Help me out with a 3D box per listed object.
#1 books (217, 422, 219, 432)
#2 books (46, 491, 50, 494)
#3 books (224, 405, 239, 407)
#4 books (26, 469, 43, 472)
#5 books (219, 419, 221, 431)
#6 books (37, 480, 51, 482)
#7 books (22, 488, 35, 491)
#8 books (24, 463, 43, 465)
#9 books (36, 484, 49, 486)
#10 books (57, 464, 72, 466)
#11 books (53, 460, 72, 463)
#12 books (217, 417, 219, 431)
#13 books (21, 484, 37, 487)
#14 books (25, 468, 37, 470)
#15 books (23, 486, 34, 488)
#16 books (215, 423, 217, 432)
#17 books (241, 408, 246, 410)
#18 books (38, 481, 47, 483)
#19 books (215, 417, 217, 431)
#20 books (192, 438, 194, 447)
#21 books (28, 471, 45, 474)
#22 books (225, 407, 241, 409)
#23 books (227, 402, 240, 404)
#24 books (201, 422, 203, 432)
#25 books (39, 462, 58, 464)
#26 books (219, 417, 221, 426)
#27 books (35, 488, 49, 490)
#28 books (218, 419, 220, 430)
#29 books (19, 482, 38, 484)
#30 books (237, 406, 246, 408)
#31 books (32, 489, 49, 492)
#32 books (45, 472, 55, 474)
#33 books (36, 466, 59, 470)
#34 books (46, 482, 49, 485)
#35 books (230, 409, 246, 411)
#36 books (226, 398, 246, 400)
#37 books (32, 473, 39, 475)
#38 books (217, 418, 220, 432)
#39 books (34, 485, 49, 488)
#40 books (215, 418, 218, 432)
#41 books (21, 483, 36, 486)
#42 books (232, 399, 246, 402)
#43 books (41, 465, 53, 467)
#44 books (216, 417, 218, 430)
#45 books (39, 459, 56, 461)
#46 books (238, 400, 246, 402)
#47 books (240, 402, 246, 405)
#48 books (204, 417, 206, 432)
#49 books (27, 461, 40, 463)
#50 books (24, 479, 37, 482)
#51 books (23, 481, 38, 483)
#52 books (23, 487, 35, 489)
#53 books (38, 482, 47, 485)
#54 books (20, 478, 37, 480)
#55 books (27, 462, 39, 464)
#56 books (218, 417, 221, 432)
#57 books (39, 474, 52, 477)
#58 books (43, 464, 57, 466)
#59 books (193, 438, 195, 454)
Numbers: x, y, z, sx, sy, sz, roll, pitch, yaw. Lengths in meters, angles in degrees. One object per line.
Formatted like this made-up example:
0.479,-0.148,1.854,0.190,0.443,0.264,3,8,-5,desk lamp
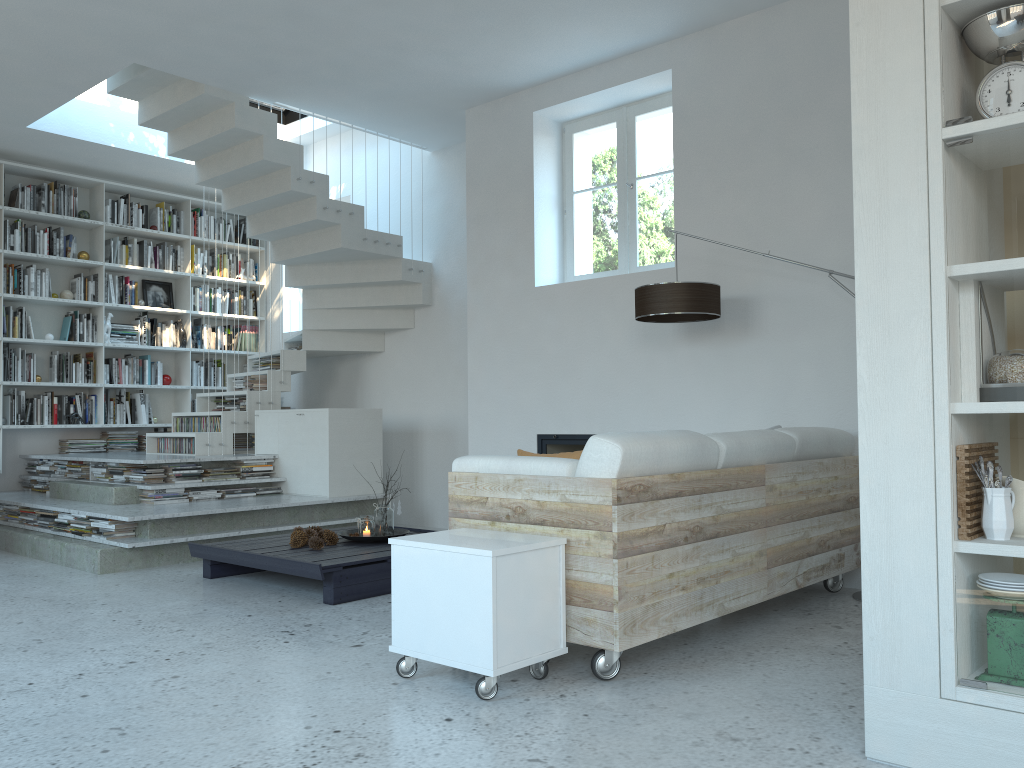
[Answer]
-2.384,0.338,7.349,0.034,0.123,0.125,-2,-3,42,books
-3.693,0.894,7.307,0.202,0.028,0.189,-2,-3,37,books
-2.419,0.198,7.902,0.225,0.013,0.184,-3,-3,39,books
-4.104,0.752,7.735,0.265,0.017,0.175,-3,-3,45,books
-2.355,0.336,7.324,0.034,0.123,0.125,-2,-3,42,books
-3.910,0.818,7.533,0.228,0.014,0.149,-3,-3,40,books
-4.145,0.916,7.733,0.187,0.019,0.163,-3,-3,41,books
-4.106,0.696,7.735,0.253,0.015,0.171,-2,-3,37,books
-3.912,0.856,7.530,0.228,0.009,0.159,-3,-3,43,books
-3.650,0.666,7.352,0.179,0.010,0.160,-3,-3,42,books
-3.659,0.641,7.344,0.243,0.015,0.165,-2,-3,37,books
-2.378,0.338,7.345,0.034,0.123,0.125,-2,-3,42,books
-4.147,0.882,7.733,0.215,0.012,0.170,-3,-3,42,books
-4.101,0.737,7.739,0.261,0.012,0.179,-3,-3,42,books
-4.139,0.895,7.741,0.292,0.014,0.147,-3,-3,42,books
-2.415,0.338,7.378,0.011,0.125,0.125,-2,-3,42,books
-2.255,0.218,7.662,0.136,0.017,0.288,1,-3,-25,books
-3.911,0.829,7.531,0.144,0.009,0.249,2,-3,-44,books
-2.402,0.339,7.366,0.034,0.123,0.125,-2,-3,42,books
-2.578,0.511,7.320,0.010,0.125,0.125,-2,-3,42,books
-4.098,0.769,7.741,0.232,0.017,0.163,-3,-3,44,books
-2.418,0.212,7.902,0.207,0.016,0.175,-2,-3,36,books
-2.420,0.171,7.902,0.155,0.012,0.189,-3,-3,45,books
-2.571,0.345,7.515,0.016,0.125,0.125,-2,-3,42,books
-3.880,0.669,7.552,0.290,0.018,0.163,-3,-3,41,books
-2.349,0.336,7.319,0.036,0.123,0.125,-2,-3,42,books
-3.912,0.884,7.528,0.268,0.014,0.160,-3,-3,41,books
-2.367,0.337,7.334,0.036,0.123,0.125,-2,-3,42,books
-4.153,0.855,7.727,0.262,0.006,0.184,-3,-3,43,books
-2.273,0.200,7.653,0.172,0.019,0.240,0,-3,-23,books
-3.924,0.895,7.515,0.261,0.009,0.187,-3,-3,45,books
-3.870,0.755,7.560,0.240,0.021,0.131,-3,-3,44,books
-3.891,0.711,7.538,0.237,0.030,0.189,-3,-3,39,books
-3.690,0.819,7.313,0.250,0.017,0.181,-3,-3,39,books
-2.407,0.235,7.914,0.137,0.013,0.199,2,-3,-42,books
-2.420,0.133,7.904,0.194,0.014,0.177,-2,-3,36,books
-4.088,0.785,7.751,0.181,0.014,0.134,-3,-3,39,books
-2.372,0.337,7.339,0.035,0.123,0.125,-2,-3,42,books
-3.920,0.868,7.519,0.182,0.017,0.180,-3,-3,39,books
-2.396,0.339,7.360,0.035,0.123,0.125,-2,-3,42,books
-4.145,0.870,7.736,0.278,0.012,0.159,-3,-3,41,books
-2.403,0.149,7.922,0.133,0.017,0.178,2,-3,-44,books
-3.884,0.693,7.547,0.206,0.007,0.171,-3,-3,44,books
-2.390,0.338,7.355,0.036,0.123,0.125,-2,-3,42,books
-3.887,0.643,7.545,0.193,0.020,0.171,-2,-3,37,books
-2.263,0.148,7.660,0.168,0.014,0.212,1,-3,-28,books
-2.253,0.169,7.665,0.141,0.028,0.222,1,-3,-29,books
-2.532,0.344,7.481,0.018,0.125,0.125,-2,-3,42,books
-4.099,0.675,7.743,0.246,0.011,0.159,-3,-3,39,books
-4.147,0.836,7.735,0.152,0.015,0.208,2,-3,-43,books
-4.148,0.848,7.733,0.159,0.009,0.210,2,-3,-44,books
-4.145,0.904,7.734,0.144,0.005,0.257,2,-3,-43,books
-3.908,0.842,7.535,0.200,0.018,0.137,-2,-3,38,books
-4.151,0.824,7.730,0.240,0.009,0.174,-3,-3,44,books
-4.099,0.685,7.743,0.234,0.008,0.167,-3,-3,41,books
-2.361,0.337,7.329,0.035,0.123,0.125,-2,-3,42,books
-3.882,0.773,7.545,0.233,0.017,0.173,-3,-3,41,books
-3.879,0.684,7.552,0.143,0.012,0.264,2,-3,-43,books
-2.572,0.511,7.315,0.008,0.125,0.125,-2,-3,42,books
